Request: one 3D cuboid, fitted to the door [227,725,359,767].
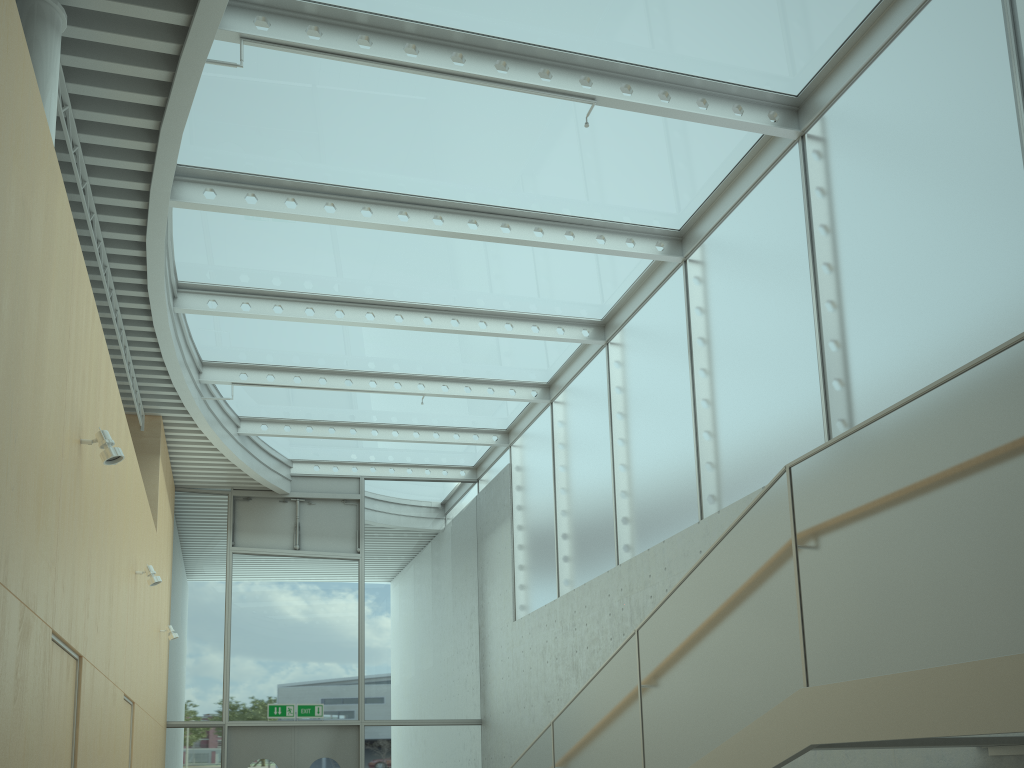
[{"bbox_3d":[-3.223,6.108,12.572,1.933,1.997,0.184,4,-11,-19],"label":"door"}]

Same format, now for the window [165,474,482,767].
[{"bbox_3d":[-2.734,4.279,13.081,4.884,5.957,0.115,4,-11,-19],"label":"window"}]

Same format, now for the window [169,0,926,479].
[{"bbox_3d":[-0.767,1.645,7.943,4.807,5.903,16.942,3,-23,-18],"label":"window"}]

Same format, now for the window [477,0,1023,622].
[{"bbox_3d":[1.250,0.443,8.881,0.030,2.590,16.754,1,-24,-18],"label":"window"}]

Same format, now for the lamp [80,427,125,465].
[{"bbox_3d":[-2.231,0.334,4.625,0.238,0.185,0.147,13,-21,-37],"label":"lamp"}]

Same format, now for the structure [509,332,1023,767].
[{"bbox_3d":[2.455,0.623,2.678,1.893,3.968,13.500,2,-23,-18],"label":"structure"}]

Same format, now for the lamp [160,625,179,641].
[{"bbox_3d":[-4.233,3.068,10.490,0.238,0.185,0.147,13,-21,-37],"label":"lamp"}]

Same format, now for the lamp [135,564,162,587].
[{"bbox_3d":[-3.229,1.696,7.547,0.238,0.185,0.147,13,-21,-37],"label":"lamp"}]
